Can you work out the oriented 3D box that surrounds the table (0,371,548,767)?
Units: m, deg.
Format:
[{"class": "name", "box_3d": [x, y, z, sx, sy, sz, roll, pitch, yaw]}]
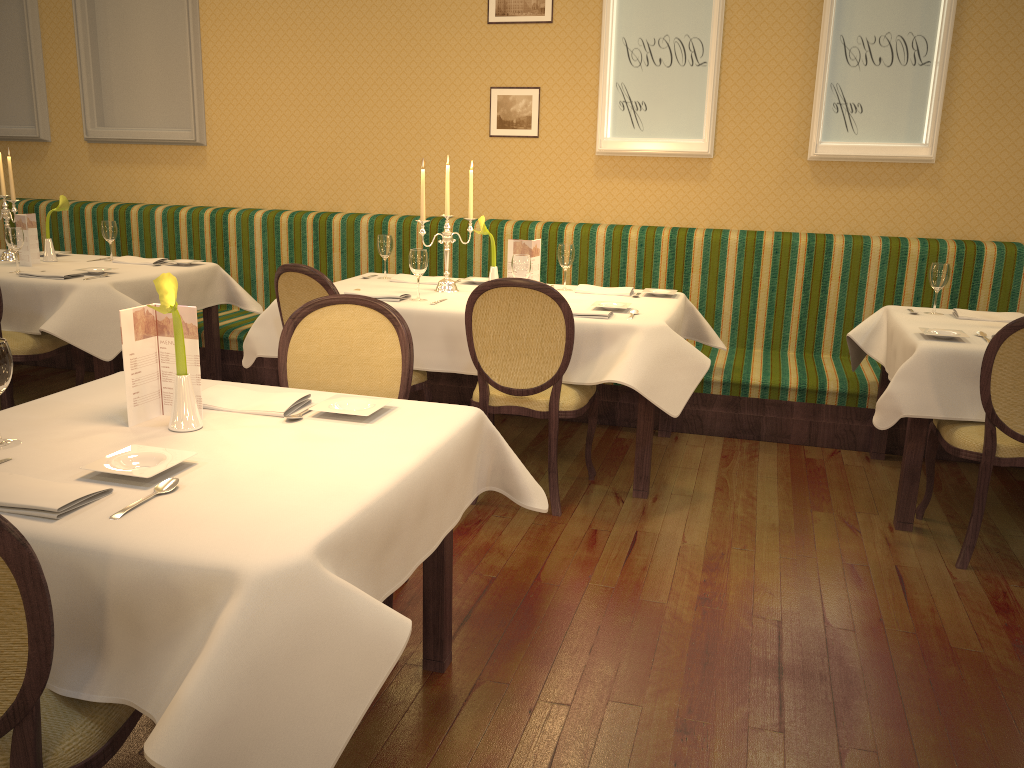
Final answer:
[{"class": "table", "box_3d": [-0.757, 0.494, 2.049, 1.395, 0.759, 1.389, 6, 15, 16]}]

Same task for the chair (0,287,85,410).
[{"class": "chair", "box_3d": [-2.540, -0.244, 4.412, 0.530, 0.955, 0.571, 5, 15, 15]}]

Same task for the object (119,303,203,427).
[{"class": "object", "box_3d": [-0.832, -0.048, 2.099, 0.166, 0.277, 0.081, -6, 16, -27]}]

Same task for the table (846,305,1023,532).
[{"class": "table", "box_3d": [2.500, 0.190, 3.611, 2.152, 0.759, 1.385, 5, 15, 15]}]

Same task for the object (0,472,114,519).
[{"class": "object", "box_3d": [-0.897, 0.198, 1.630, 0.273, 0.024, 0.142, 5, 15, 15]}]

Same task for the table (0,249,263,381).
[{"class": "table", "box_3d": [-2.697, -0.299, 5.007, 2.152, 0.759, 1.385, 5, 15, 15]}]

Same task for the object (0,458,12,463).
[{"class": "object", "box_3d": [-1.061, 0.171, 1.742, 0.017, 0.010, 0.185, 5, 15, 15]}]

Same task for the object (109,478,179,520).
[{"class": "object", "box_3d": [-0.673, 0.208, 1.625, 0.038, 0.015, 0.181, 6, 15, 16]}]

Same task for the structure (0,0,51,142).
[{"class": "structure", "box_3d": [-3.705, -3.279, 6.093, 0.956, 3.103, 0.200, 5, 15, 15]}]

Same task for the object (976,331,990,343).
[{"class": "object", "box_3d": [1.839, -0.183, 3.453, 0.038, 0.015, 0.181, 6, 15, 16]}]

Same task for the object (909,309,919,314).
[{"class": "object", "box_3d": [1.837, -0.336, 4.063, 0.038, 0.015, 0.181, 6, 15, 16]}]

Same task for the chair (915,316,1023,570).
[{"class": "chair", "box_3d": [1.853, 0.169, 3.234, 0.530, 0.955, 0.571, 5, 15, 15]}]

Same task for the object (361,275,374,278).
[{"class": "object", "box_3d": [-0.760, -0.580, 4.761, 0.038, 0.015, 0.181, 6, 15, 16]}]

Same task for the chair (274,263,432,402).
[{"class": "chair", "box_3d": [-0.717, -0.071, 3.917, 0.530, 0.955, 0.571, 13, 18, 39]}]

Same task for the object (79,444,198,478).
[{"class": "object", "box_3d": [-0.744, 0.164, 1.779, 0.160, 0.024, 0.160, 5, 15, 15]}]

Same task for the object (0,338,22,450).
[{"class": "object", "box_3d": [-1.104, 0.021, 1.886, 0.088, 0.229, 0.088, -7, 17, -31]}]

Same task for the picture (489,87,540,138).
[{"class": "picture", "box_3d": [0.015, -1.650, 5.385, 0.313, 0.294, 0.008, 5, 15, 15]}]

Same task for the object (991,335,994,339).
[{"class": "object", "box_3d": [1.983, -0.162, 3.359, 0.273, 0.033, 0.142, 5, 15, 15]}]

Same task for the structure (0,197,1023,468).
[{"class": "structure", "box_3d": [-1.731, -0.587, 5.727, 14.516, 1.031, 0.850, 5, 15, 15]}]

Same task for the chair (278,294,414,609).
[{"class": "chair", "box_3d": [-0.548, 0.243, 2.683, 0.530, 0.955, 0.571, 3, 14, 5]}]

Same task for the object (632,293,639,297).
[{"class": "object", "box_3d": [0.616, -0.441, 4.354, 0.038, 0.015, 0.181, 6, 15, 16]}]

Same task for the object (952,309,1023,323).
[{"class": "object", "box_3d": [2.114, -0.301, 3.928, 0.273, 0.033, 0.142, 5, 15, 15]}]

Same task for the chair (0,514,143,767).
[{"class": "chair", "box_3d": [-0.916, 0.523, 1.525, 0.530, 0.955, 0.571, 0, 14, -4]}]

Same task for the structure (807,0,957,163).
[{"class": "structure", "box_3d": [2.027, -2.683, 4.568, 0.661, 2.985, 0.200, 5, 15, 15]}]

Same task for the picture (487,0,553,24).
[{"class": "picture", "box_3d": [0.049, -2.280, 5.222, 0.401, 0.294, 0.008, 5, 15, 15]}]

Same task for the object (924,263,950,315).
[{"class": "object", "box_3d": [1.923, -0.430, 4.009, 0.088, 0.229, 0.088, -5, 16, -26]}]

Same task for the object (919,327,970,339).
[{"class": "object", "box_3d": [1.676, -0.189, 3.447, 0.160, 0.024, 0.160, 5, 15, 15]}]

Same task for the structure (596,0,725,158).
[{"class": "structure", "box_3d": [0.876, -2.791, 4.877, 0.687, 2.985, 0.200, 5, 15, 15]}]

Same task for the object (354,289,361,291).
[{"class": "object", "box_3d": [-0.757, -0.427, 4.150, 0.038, 0.015, 0.181, 6, 15, 16]}]

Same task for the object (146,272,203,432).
[{"class": "object", "box_3d": [-0.749, -0.068, 1.978, 0.076, 0.375, 0.163, 0, 14, -7]}]

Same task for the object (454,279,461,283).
[{"class": "object", "box_3d": [-0.302, -0.530, 4.620, 0.017, 0.010, 0.185, 6, 15, 16]}]

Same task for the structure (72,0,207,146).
[{"class": "structure", "box_3d": [-2.482, -3.164, 5.765, 0.956, 3.103, 0.200, 5, 15, 15]}]

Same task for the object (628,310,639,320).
[{"class": "object", "box_3d": [0.509, -0.295, 3.758, 0.038, 0.015, 0.181, 6, 15, 16]}]

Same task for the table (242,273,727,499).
[{"class": "table", "box_3d": [-0.096, -0.054, 4.309, 2.152, 0.759, 1.385, 5, 15, 15]}]

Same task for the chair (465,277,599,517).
[{"class": "chair", "box_3d": [0.068, 0.001, 3.712, 0.530, 0.955, 0.571, 5, 15, 15]}]
